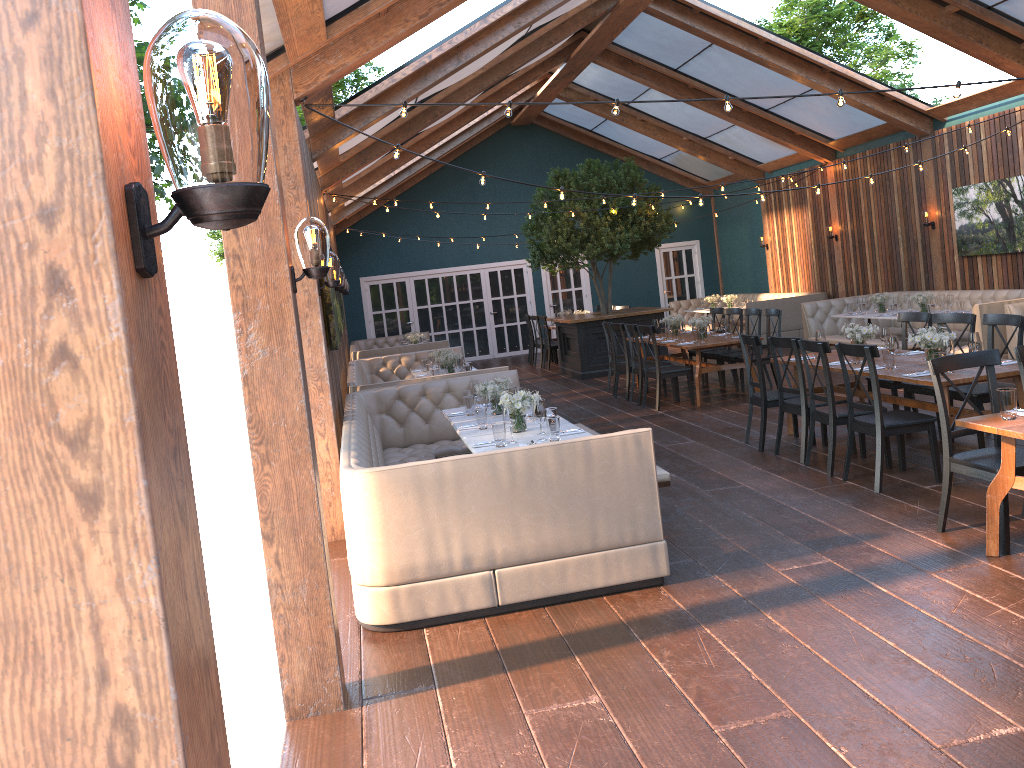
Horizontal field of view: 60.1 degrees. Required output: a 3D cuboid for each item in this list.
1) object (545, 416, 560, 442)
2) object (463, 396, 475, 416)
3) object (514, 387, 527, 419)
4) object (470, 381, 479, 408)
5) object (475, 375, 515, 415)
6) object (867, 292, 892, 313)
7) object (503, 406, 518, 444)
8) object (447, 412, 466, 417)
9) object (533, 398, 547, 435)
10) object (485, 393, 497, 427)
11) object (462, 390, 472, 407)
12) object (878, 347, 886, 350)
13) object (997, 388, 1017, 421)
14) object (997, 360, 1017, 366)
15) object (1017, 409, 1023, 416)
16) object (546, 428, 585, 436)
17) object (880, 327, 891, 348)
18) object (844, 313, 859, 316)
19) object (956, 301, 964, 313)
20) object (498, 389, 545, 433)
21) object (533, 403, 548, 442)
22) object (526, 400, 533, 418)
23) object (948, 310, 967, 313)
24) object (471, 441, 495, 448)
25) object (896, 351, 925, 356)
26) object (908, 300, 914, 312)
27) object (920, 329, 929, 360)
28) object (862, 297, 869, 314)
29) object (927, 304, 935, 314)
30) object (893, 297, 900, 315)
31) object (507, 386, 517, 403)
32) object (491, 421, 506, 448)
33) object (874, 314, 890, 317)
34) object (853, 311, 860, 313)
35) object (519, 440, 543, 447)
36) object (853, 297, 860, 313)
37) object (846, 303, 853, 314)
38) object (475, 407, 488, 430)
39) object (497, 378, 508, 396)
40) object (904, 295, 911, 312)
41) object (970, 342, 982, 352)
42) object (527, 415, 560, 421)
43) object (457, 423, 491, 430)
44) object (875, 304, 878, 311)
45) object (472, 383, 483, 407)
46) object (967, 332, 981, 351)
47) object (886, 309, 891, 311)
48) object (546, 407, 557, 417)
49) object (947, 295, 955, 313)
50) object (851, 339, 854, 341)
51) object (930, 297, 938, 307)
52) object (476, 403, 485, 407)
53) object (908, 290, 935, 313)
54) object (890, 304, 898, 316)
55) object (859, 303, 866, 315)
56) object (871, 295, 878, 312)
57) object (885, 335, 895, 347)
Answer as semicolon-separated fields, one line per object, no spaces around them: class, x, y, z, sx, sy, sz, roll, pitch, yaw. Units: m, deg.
object;0.270;0.293;5.735;0.092;0.158;0.092;-8;4;-23
object;-0.350;0.182;7.308;0.092;0.158;0.092;-8;4;-23
object;0.064;0.152;6.782;0.092;0.244;0.093;-5;4;33
object;-0.310;0.097;7.625;0.092;0.244;0.093;-4;4;38
object;-0.143;0.094;7.204;0.328;0.308;0.338;-6;5;13
object;5.309;-1.177;12.749;0.336;0.308;0.330;-6;5;3
object;-0.010;0.270;5.839;0.092;0.244;0.093;-5;4;33
object;-0.418;0.243;7.459;0.255;0.019;0.158;-8;7;-9
object;0.195;0.223;6.043;0.092;0.244;0.093;-5;4;33
object;-0.153;0.196;6.622;0.092;0.244;0.093;-5;4;33
object;-0.385;0.140;7.702;0.092;0.158;0.092;-8;4;-23
object;3.303;-0.322;8.133;0.255;0.019;0.158;-8;7;-9
object;2.564;0.105;4.575;0.091;0.158;0.092;-5;4;17
object;3.564;-0.156;6.439;0.255;0.019;0.158;-8;7;-9
object;2.737;0.149;4.634;0.157;0.019;0.256;-8;7;-9
object;0.358;0.325;5.979;0.255;0.019;0.158;-8;7;-9
object;3.212;-0.363;7.592;0.092;0.244;0.093;-5;4;33
object;5.026;-1.027;13.001;0.255;0.019;0.158;-8;7;-9
object;5.714;-0.977;11.276;0.091;0.158;0.092;-5;4;27
object;0.044;0.181;6.270;0.331;0.308;0.336;-10;6;-35
object;0.186;0.251;5.808;0.092;0.244;0.093;-5;4;33
object;0.143;0.177;6.863;0.092;0.158;0.092;-8;4;-23
object;5.802;-0.945;11.521;0.255;0.019;0.158;-8;7;-9
object;-0.148;0.391;5.913;0.255;0.019;0.158;-8;7;-9
object;3.388;-0.264;7.543;0.255;0.019;0.158;-8;7;-9
object;5.587;-1.093;12.405;0.092;0.158;0.092;-8;4;-23
object;3.319;-0.317;7.089;0.092;0.244;0.093;-5;4;33
object;5.163;-1.148;12.926;0.092;0.244;0.093;-4;4;38
object;5.364;-0.940;11.303;0.092;0.158;0.092;-8;4;-23
object;5.291;-1.074;12.164;0.092;0.244;0.093;-4;4;38
object;0.003;0.102;7.651;0.092;0.158;0.092;-8;4;-23
object;-0.080;0.330;5.762;0.092;0.158;0.092;-8;4;-23
object;5.154;-0.954;12.239;0.255;0.019;0.158;-8;7;-9
object;5.214;-1.086;13.323;0.157;0.019;0.256;-8;7;-9
object;0.131;0.388;5.663;0.157;0.019;0.256;-8;7;-9
object;5.134;-1.172;13.166;0.092;0.244;0.093;-4;4;38
object;5.059;-1.130;13.244;0.092;0.158;0.092;-8;4;-23
object;-0.223;0.256;6.545;0.092;0.158;0.092;-8;4;-23
object;-0.077;0.077;7.570;0.092;0.244;0.093;-4;4;38
object;5.508;-1.118;12.323;0.092;0.244;0.093;-4;4;38
object;3.460;-0.232;6.593;0.091;0.158;0.092;-5;4;17
object;0.227;0.254;6.718;0.255;0.019;0.158;-8;7;-9
object;-0.290;0.316;6.697;0.255;0.019;0.158;-8;7;-9
object;5.447;-1.168;13.193;0.092;0.158;0.092;-8;4;-23
object;-0.281;0.122;7.385;0.092;0.244;0.093;-4;4;38
object;3.399;-0.257;6.499;0.092;0.244;0.093;-5;4;33
object;5.531;-1.091;13.048;0.255;0.019;0.158;-8;7;-9
object;0.274;0.247;6.124;0.092;0.158;0.092;-8;4;-23
object;5.630;-1.019;11.350;0.092;0.244;0.093;-4;4;38
object;3.219;-0.400;8.278;0.091;0.158;0.092;-5;4;27
object;5.434;-1.000;11.380;0.092;0.244;0.092;-7;3;-7
object;-0.230;0.183;7.781;0.157;0.019;0.256;-8;7;-9
object;5.478;-1.087;11.805;0.336;0.308;0.331;-6;5;7
object;5.221;-1.014;12.087;0.092;0.158;0.092;-8;4;-23
object;5.094;-1.088;12.849;0.092;0.158;0.092;-8;4;-23
object;5.367;-1.193;13.112;0.092;0.244;0.093;-4;4;38
object;3.289;-0.340;7.691;0.091;0.158;0.092;-5;4;17
